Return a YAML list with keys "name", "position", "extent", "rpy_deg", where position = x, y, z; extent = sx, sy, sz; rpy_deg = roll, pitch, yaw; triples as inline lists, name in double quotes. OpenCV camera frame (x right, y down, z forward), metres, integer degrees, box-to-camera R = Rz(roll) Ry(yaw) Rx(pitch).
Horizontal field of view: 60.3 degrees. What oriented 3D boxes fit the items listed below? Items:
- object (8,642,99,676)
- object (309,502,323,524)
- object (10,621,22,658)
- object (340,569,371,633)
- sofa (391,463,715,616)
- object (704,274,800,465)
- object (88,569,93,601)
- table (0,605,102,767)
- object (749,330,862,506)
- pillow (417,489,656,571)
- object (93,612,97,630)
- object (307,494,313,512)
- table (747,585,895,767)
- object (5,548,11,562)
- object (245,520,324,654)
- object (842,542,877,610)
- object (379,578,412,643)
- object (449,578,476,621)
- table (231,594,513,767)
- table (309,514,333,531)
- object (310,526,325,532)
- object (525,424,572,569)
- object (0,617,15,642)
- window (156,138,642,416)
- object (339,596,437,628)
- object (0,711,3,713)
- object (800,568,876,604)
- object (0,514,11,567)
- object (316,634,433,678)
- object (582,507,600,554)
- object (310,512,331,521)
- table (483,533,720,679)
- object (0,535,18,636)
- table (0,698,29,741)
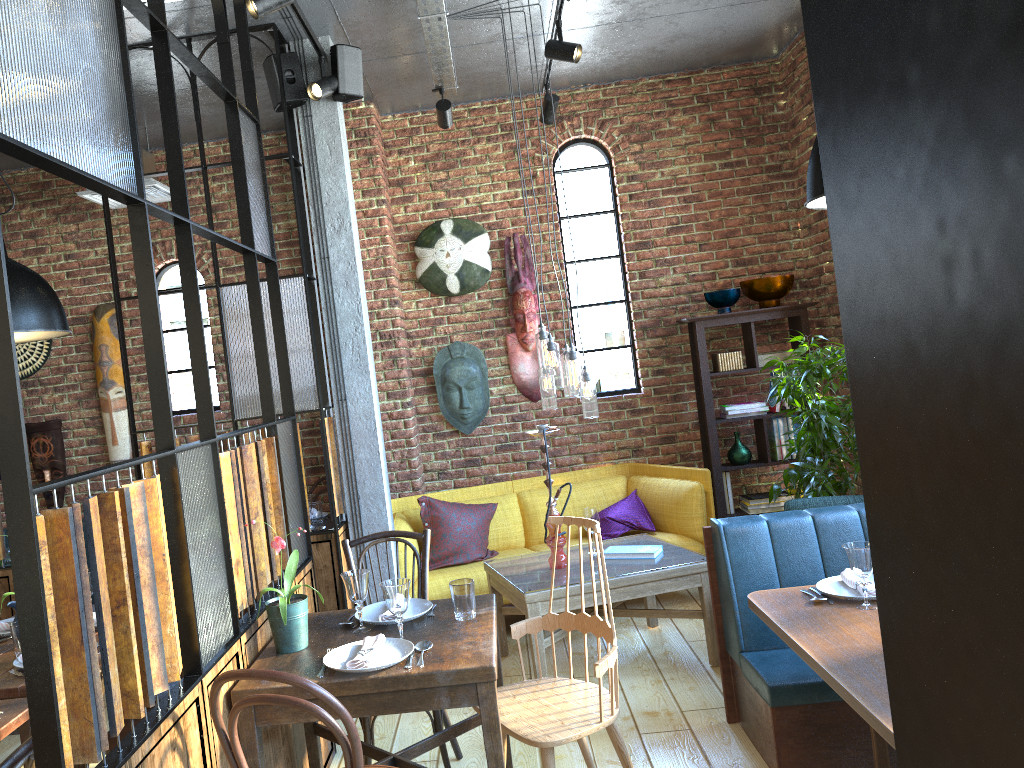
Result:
- name: "object"
  position: [-1.554, 0.917, 3.023]
  extent: [0.272, 0.051, 0.322]
  rpy_deg: [-7, 2, 5]
- name: "object"
  position: [-1.167, 0.768, 5.247]
  extent: [0.088, 0.119, 0.081]
  rpy_deg: [-7, 0, 33]
- name: "object"
  position: [-1.718, 0.899, 3.107]
  extent: [0.082, 0.119, 0.086]
  rpy_deg: [-7, 0, -16]
- name: "object"
  position: [-0.506, 0.717, 2.907]
  extent: [0.095, 0.192, 0.101]
  rpy_deg: [-7, 0, -23]
- name: "sofa"
  position: [0.157, 1.006, 5.370]
  extent: [1.957, 0.763, 0.805]
  rpy_deg: [-7, 1, -12]
- name: "object"
  position: [1.594, 0.217, 5.621]
  extent: [0.607, 1.761, 0.328]
  rpy_deg: [-7, 0, -3]
- name: "object"
  position: [-1.711, 0.850, 3.555]
  extent: [0.102, 0.192, 0.095]
  rpy_deg: [-7, 0, 26]
- name: "table"
  position: [-1.727, 1.322, 3.282]
  extent: [0.731, 0.727, 1.027]
  rpy_deg: [-7, 1, 1]
- name: "object"
  position: [1.697, 0.448, 4.770]
  extent: [0.706, 1.529, 0.882]
  rpy_deg: [-7, 0, -20]
- name: "pillow"
  position: [0.116, 0.809, 5.408]
  extent: [1.476, 0.453, 0.405]
  rpy_deg: [-7, 0, -8]
- name: "object"
  position: [-1.572, 0.906, 3.481]
  extent: [0.272, 0.051, 0.322]
  rpy_deg: [-7, 2, 5]
- name: "object"
  position: [-1.182, 0.739, 5.075]
  extent: [0.101, 0.192, 0.095]
  rpy_deg: [-7, 0, 22]
- name: "table"
  position: [1.256, 1.012, 2.222]
  extent: [0.826, 0.661, 1.534]
  rpy_deg: [-7, 1, 0]
- name: "object"
  position: [-3.009, 1.086, 5.319]
  extent: [0.096, 0.192, 0.101]
  rpy_deg: [-7, 0, -19]
- name: "object"
  position: [-0.719, 0.629, 2.819]
  extent: [0.145, 0.427, 0.199]
  rpy_deg: [-7, 0, 35]
- name: "object"
  position: [1.078, 0.590, 2.707]
  extent: [0.102, 0.192, 0.094]
  rpy_deg: [-7, 0, 31]
- name: "object"
  position: [-0.347, 0.703, 2.704]
  extent: [0.094, 0.192, 0.103]
  rpy_deg: [-7, 0, -41]
- name: "object"
  position: [-0.159, 0.710, 2.899]
  extent: [0.083, 0.119, 0.085]
  rpy_deg: [-7, 0, -9]
- name: "table"
  position: [-0.382, 1.167, 2.816]
  extent: [0.754, 0.727, 0.747]
  rpy_deg: [-7, 1, 2]
- name: "table"
  position: [-1.240, 1.206, 5.169]
  extent: [0.754, 0.727, 0.747]
  rpy_deg: [-7, 1, 2]
- name: "object"
  position: [-1.222, 0.819, 4.938]
  extent: [0.328, 0.051, 0.267]
  rpy_deg: [-7, 2, 6]
- name: "object"
  position: [0.197, 0.552, 4.295]
  extent: [0.167, 0.704, 0.263]
  rpy_deg: [-7, 0, -8]
- name: "object"
  position: [-1.989, 0.958, 3.498]
  extent: [0.272, 0.051, 0.322]
  rpy_deg: [-7, 2, 5]
- name: "window"
  position: [1.284, -0.717, 3.454]
  extent: [3.298, 2.429, 8.888]
  rpy_deg: [-8, 2, -33]
- name: "object"
  position: [-0.424, 0.775, 3.027]
  extent: [0.328, 0.051, 0.267]
  rpy_deg: [-7, 2, 6]
- name: "object"
  position: [-1.557, 0.935, 2.404]
  extent: [0.272, 0.051, 0.322]
  rpy_deg: [-7, 2, 5]
- name: "object"
  position: [1.114, 0.653, 2.860]
  extent: [0.328, 0.051, 0.267]
  rpy_deg: [-7, 2, 6]
- name: "object"
  position: [-2.887, 0.962, 4.970]
  extent: [0.143, 0.427, 0.207]
  rpy_deg: [-7, 0, -21]
- name: "object"
  position: [-0.403, 0.785, 2.581]
  extent: [0.328, 0.051, 0.267]
  rpy_deg: [-7, 2, 6]
- name: "object"
  position: [0.415, 0.756, 4.547]
  extent: [0.095, 0.228, 0.087]
  rpy_deg: [-7, 0, 40]
- name: "object"
  position: [-1.279, 0.813, 5.403]
  extent: [0.328, 0.051, 0.267]
  rpy_deg: [-7, 2, 6]
- name: "table"
  position: [0.427, 1.130, 4.400]
  extent: [0.918, 0.508, 0.764]
  rpy_deg: [-7, 1, -13]
- name: "object"
  position: [-1.796, 0.750, 3.272]
  extent: [0.141, 0.431, 0.211]
  rpy_deg: [-7, 0, 20]
- name: "table"
  position: [-1.705, 1.352, 2.154]
  extent: [0.731, 0.727, 1.027]
  rpy_deg: [-7, 1, 1]
